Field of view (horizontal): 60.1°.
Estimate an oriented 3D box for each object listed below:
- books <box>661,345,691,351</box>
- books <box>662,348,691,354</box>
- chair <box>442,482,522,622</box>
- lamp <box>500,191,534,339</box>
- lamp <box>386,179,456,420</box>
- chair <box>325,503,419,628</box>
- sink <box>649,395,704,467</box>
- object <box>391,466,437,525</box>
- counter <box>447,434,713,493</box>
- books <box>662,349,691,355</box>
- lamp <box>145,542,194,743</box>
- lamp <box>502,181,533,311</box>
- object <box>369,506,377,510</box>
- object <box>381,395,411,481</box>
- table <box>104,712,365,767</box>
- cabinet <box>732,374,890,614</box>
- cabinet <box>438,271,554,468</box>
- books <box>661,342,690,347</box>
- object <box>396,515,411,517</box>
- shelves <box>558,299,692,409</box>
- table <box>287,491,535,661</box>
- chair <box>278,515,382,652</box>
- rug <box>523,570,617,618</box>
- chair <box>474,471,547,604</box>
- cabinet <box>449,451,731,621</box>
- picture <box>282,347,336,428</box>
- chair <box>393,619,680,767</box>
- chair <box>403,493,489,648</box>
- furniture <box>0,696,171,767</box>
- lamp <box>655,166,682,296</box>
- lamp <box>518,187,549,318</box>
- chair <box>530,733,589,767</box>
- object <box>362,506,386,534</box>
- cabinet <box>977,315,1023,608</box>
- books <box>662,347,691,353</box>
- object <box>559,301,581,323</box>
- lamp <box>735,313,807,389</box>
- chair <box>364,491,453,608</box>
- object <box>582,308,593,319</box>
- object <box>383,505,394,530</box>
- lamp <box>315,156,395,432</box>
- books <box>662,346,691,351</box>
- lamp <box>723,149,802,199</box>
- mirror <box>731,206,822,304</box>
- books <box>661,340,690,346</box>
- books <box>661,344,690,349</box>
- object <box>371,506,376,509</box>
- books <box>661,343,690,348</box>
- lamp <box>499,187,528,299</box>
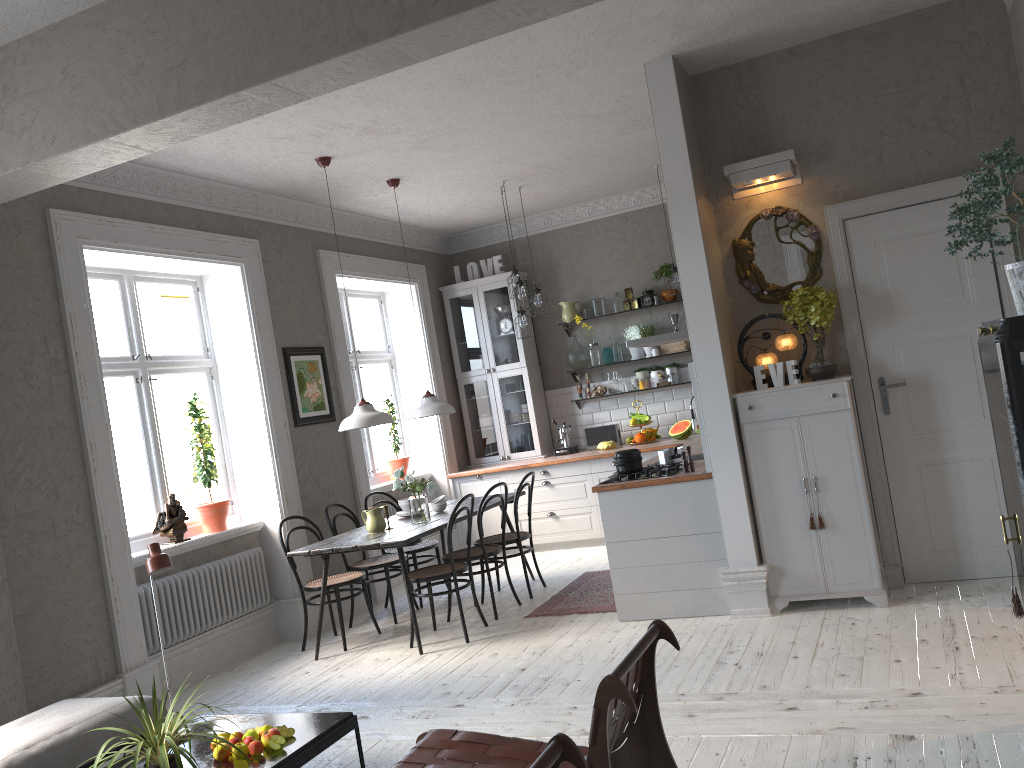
[{"bbox_3d":[1.601,-0.355,8.628,0.256,0.011,0.160,-10,-1,28],"label":"books"},{"bbox_3d":[1.607,-0.323,8.628,0.256,0.011,0.160,-10,-1,28],"label":"books"},{"bbox_3d":[-0.241,1.187,6.333,0.539,0.920,0.446,-10,-1,30],"label":"chair"},{"bbox_3d":[-0.021,-1.261,7.795,0.148,1.735,0.145,-9,-1,-10],"label":"lamp"},{"bbox_3d":[-0.770,-0.664,6.847,0.372,1.858,0.386,-10,-1,30],"label":"lamp"},{"bbox_3d":[-1.064,1.331,6.711,0.542,0.920,0.444,-10,-1,20],"label":"chair"},{"bbox_3d":[1.264,0.423,6.337,0.520,0.720,0.493,-10,-1,23],"label":"sink"},{"bbox_3d":[-0.669,0.769,6.195,0.307,0.414,0.255,-10,-1,21],"label":"object"},{"bbox_3d":[0.459,0.704,7.388,3.115,0.039,3.441,-10,-1,23],"label":"counter"},{"bbox_3d":[1.609,-0.311,8.627,0.257,0.011,0.160,-10,-1,25],"label":"books"},{"bbox_3d":[-1.452,1.076,3.689,0.140,0.839,0.247,-9,-1,-31],"label":"lamp"},{"bbox_3d":[-0.038,-1.477,7.443,0.149,1.735,0.144,-9,-1,-20],"label":"lamp"},{"bbox_3d":[-0.986,0.947,6.318,0.096,0.172,0.096,-9,-1,4],"label":"object"},{"bbox_3d":[-1.140,0.512,8.510,0.265,0.813,0.254,-9,-1,-40],"label":"object"},{"bbox_3d":[-1.275,1.614,3.250,0.837,0.303,1.329,-10,-1,23],"label":"table"},{"bbox_3d":[1.755,0.641,5.191,0.656,1.297,0.389,-10,-1,22],"label":"cabinet"},{"bbox_3d":[-0.141,-0.125,9.182,0.866,1.921,0.393,-10,-1,22],"label":"cabinet"},{"bbox_3d":[1.596,-0.387,8.628,0.256,0.016,0.161,-10,-1,35],"label":"books"},{"bbox_3d":[-0.759,0.991,6.740,0.232,0.027,0.242,-10,-2,41],"label":"object"},{"bbox_3d":[1.179,-0.259,8.796,1.297,0.923,0.232,-10,-1,22],"label":"shelves"},{"bbox_3d":[-0.623,1.348,6.512,0.891,0.735,1.948,-10,-1,23],"label":"table"},{"bbox_3d":[-1.287,1.358,6.194,0.539,0.920,0.446,-10,-1,30],"label":"chair"},{"bbox_3d":[0.661,1.496,6.462,0.725,0.014,1.308,-10,-1,23],"label":"rug"},{"bbox_3d":[-0.028,1.161,6.776,0.542,0.920,0.444,-10,-1,20],"label":"chair"},{"bbox_3d":[0.993,1.031,7.353,2.016,0.854,4.136,-9,-1,-20],"label":"cabinet"},{"bbox_3d":[-1.593,0.014,6.998,0.019,0.619,0.529,-10,-1,24],"label":"picture"},{"bbox_3d":[0.018,1.172,2.696,1.002,0.721,0.515,-10,-1,22],"label":"chair"},{"bbox_3d":[-0.455,1.212,5.835,0.542,0.920,0.444,-10,-1,20],"label":"chair"},{"bbox_3d":[-1.933,1.632,3.654,0.575,0.476,0.840,-10,-1,23],"label":"furniture"},{"bbox_3d":[1.321,-1.642,7.801,0.150,1.735,0.144,-9,-1,-35],"label":"lamp"},{"bbox_3d":[0.109,-1.445,7.729,0.146,1.735,0.148,-10,-1,10],"label":"lamp"},{"bbox_3d":[-0.330,1.214,1.900,1.002,0.721,0.515,-10,-1,22],"label":"chair"},{"bbox_3d":[-0.948,0.937,6.093,0.151,0.170,0.134,-9,-1,-16],"label":"object"},{"bbox_3d":[1.574,0.529,2.417,0.343,1.471,0.627,-10,-1,23],"label":"cabinet"},{"bbox_3d":[1.605,-0.333,8.628,0.256,0.016,0.161,-10,-1,35],"label":"books"},{"bbox_3d":[0.589,-0.729,8.948,0.187,0.216,0.176,-10,-1,37],"label":"object"},{"bbox_3d":[1.575,-0.148,5.327,0.441,0.558,0.175,-10,-1,30],"label":"lamp"},{"bbox_3d":[-0.851,1.305,7.157,0.538,0.920,0.446,-10,-1,35],"label":"chair"},{"bbox_3d":[0.765,-0.705,8.942,0.102,0.111,0.105,-10,-1,23],"label":"object"},{"bbox_3d":[-0.864,0.926,6.150,0.058,0.167,0.060,-10,-1,36],"label":"object"},{"bbox_3d":[-1.134,-0.620,6.017,0.386,1.858,0.372,-9,-1,-30],"label":"lamp"},{"bbox_3d":[1.603,-0.344,8.628,0.256,0.016,0.161,-10,-1,32],"label":"books"},{"bbox_3d":[1.513,-1.261,5.345,0.410,0.171,0.223,-10,-1,22],"label":"lamp"},{"bbox_3d":[1.621,-0.791,5.415,0.525,0.593,0.072,-10,-1,22],"label":"mirror"},{"bbox_3d":[1.594,-0.397,8.628,0.256,0.016,0.161,-10,-1,32],"label":"books"},{"bbox_3d":[1.600,-0.366,8.628,0.257,0.011,0.160,-10,-1,25],"label":"books"},{"bbox_3d":[-0.961,0.941,6.228,0.061,0.172,0.063,-10,-1,44],"label":"object"},{"bbox_3d":[1.598,-0.376,8.628,0.256,0.011,0.160,-10,-1,28],"label":"books"},{"bbox_3d":[-0.081,-1.599,7.627,0.146,1.735,0.148,-10,-1,10],"label":"lamp"}]
